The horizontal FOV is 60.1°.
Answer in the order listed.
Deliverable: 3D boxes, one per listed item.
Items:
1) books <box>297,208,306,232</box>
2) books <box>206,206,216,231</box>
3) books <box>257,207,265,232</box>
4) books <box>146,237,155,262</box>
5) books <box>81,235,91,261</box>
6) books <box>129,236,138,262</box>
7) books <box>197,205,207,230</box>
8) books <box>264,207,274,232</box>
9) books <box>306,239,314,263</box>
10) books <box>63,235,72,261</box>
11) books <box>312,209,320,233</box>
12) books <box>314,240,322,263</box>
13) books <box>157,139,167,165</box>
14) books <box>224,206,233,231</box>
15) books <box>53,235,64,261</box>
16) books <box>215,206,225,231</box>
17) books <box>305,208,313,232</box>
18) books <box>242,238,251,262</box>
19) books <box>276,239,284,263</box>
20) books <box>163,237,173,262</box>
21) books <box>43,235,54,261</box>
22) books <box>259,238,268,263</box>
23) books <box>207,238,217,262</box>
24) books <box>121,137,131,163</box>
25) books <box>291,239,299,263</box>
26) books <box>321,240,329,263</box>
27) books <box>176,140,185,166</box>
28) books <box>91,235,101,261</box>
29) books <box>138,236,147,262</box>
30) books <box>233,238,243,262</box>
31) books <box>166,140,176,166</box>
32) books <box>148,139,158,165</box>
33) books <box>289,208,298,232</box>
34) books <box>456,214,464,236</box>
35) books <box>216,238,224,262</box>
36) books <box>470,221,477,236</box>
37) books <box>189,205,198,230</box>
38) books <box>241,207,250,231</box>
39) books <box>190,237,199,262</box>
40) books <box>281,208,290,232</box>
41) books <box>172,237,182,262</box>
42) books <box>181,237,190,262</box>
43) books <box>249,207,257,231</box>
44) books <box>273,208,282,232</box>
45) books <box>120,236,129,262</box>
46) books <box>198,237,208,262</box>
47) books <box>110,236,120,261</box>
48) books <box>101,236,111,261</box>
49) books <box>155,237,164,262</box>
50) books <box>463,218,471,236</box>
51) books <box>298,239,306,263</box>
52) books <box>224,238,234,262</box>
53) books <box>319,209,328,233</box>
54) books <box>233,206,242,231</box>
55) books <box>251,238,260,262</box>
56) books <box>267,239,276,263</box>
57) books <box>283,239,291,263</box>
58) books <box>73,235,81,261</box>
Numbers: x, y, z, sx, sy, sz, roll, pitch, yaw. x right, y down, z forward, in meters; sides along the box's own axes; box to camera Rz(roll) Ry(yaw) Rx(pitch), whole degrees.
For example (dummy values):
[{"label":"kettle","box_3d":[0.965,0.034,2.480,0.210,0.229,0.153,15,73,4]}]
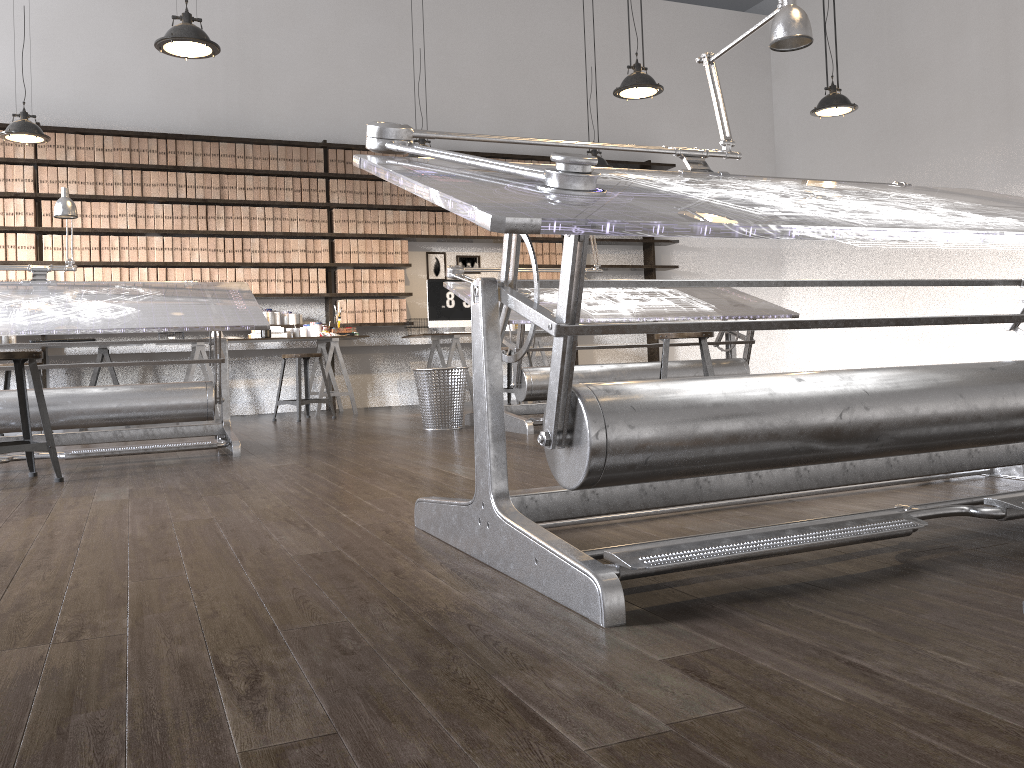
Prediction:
[{"label":"books","box_3d":[-1.915,-1.462,8.005,0.067,0.226,0.174,-2,0,-23]},{"label":"books","box_3d":[-2.620,-1.426,7.708,0.067,0.226,0.174,-2,0,-23]},{"label":"books","box_3d":[-2.242,-1.445,7.867,0.067,0.226,0.174,-2,0,-23]},{"label":"books","box_3d":[-3.060,-1.125,7.504,0.067,0.226,0.174,-2,0,-23]},{"label":"books","box_3d":[-3.516,-1.102,7.309,0.067,0.226,0.174,-2,0,-23]},{"label":"books","box_3d":[-3.184,-1.119,7.452,0.067,0.226,0.174,-2,0,-23]},{"label":"books","box_3d":[-2.686,-1.422,7.673,0.067,0.226,0.174,-2,0,-23]},{"label":"books","box_3d":[-2.175,-1.448,7.894,0.067,0.226,0.174,-2,0,-23]},{"label":"books","box_3d":[-1.845,-1.188,8.030,0.067,0.226,0.174,-2,0,-23]},{"label":"books","box_3d":[-3.632,-1.095,7.252,0.067,0.226,0.174,-2,0,-23]},{"label":"books","box_3d":[-1.798,-1.468,8.060,0.067,0.226,0.174,-2,0,-23]},{"label":"books","box_3d":[-1.782,-1.191,8.059,0.067,0.226,0.174,-2,0,-23]},{"label":"books","box_3d":[-2.993,-1.960,7.569,0.067,0.226,0.174,-2,0,-23]},{"label":"books","box_3d":[-2.489,-1.432,7.763,0.067,0.226,0.174,-2,0,-23]},{"label":"books","box_3d":[-3.698,-1.092,7.223,0.067,0.226,0.174,-2,0,-23]},{"label":"books","box_3d":[-2.553,-1.429,7.732,0.067,0.226,0.174,-2,0,-23]},{"label":"books","box_3d":[-1.854,-1.465,8.031,0.067,0.226,0.174,-2,0,-23]},{"label":"books","box_3d":[-2.347,-1.162,7.814,0.067,0.226,0.174,-2,0,-23]},{"label":"books","box_3d":[-2.087,-1.175,7.919,0.067,0.226,0.174,-2,0,-23]},{"label":"books","box_3d":[-2.935,-1.131,7.554,0.067,0.226,0.174,-2,0,-23]},{"label":"books","box_3d":[-3.766,-1.089,7.197,0.067,0.226,0.174,-2,0,-23]},{"label":"books","box_3d":[-2.217,-1.169,7.870,0.067,0.226,0.174,-2,0,-23]},{"label":"books","box_3d":[-2.609,-1.148,7.694,0.067,0.226,0.174,-2,0,-23]},{"label":"books","box_3d":[-3.248,-1.946,7.452,0.067,0.226,0.174,-2,0,-23]},{"label":"books","box_3d":[-1.970,-1.181,7.974,0.067,0.226,0.174,-2,0,-23]},{"label":"books","box_3d":[-1.719,-1.194,8.079,0.067,0.226,0.174,-2,0,-23]},{"label":"books","box_3d":[-2.857,-1.967,7.628,0.067,0.226,0.174,-2,0,-23]},{"label":"books","box_3d":[-3.446,-1.105,7.333,0.067,0.226,0.174,-2,0,-23]},{"label":"books","box_3d":[-3.120,-1.122,7.473,0.067,0.226,0.174,-2,0,-23]},{"label":"books","box_3d":[-2.414,-1.158,7.779,0.067,0.226,0.174,-2,0,-23]},{"label":"books","box_3d":[-2.922,-1.963,7.593,0.067,0.226,0.174,-2,0,-23]},{"label":"books","box_3d":[-3.057,-1.956,7.536,0.067,0.226,0.174,-2,0,-23]},{"label":"books","box_3d":[-1.983,-1.458,7.979,0.067,0.226,0.174,-2,0,-23]},{"label":"books","box_3d":[-0.530,-1.539,8.607,0.067,0.226,0.174,-2,0,-23]},{"label":"books","box_3d":[-2.553,-1.151,7.723,0.067,0.226,0.174,-2,0,-23]},{"label":"books","box_3d":[-0.403,-1.546,8.664,0.067,0.226,0.174,-2,0,-23]},{"label":"books","box_3d":[-2.757,-1.418,7.649,0.067,0.226,0.174,-2,0,-23]},{"label":"books","box_3d":[-2.360,-1.439,7.813,0.067,0.226,0.174,-2,0,-23]},{"label":"books","box_3d":[-2.743,-1.141,7.639,0.067,0.226,0.174,-2,0,-23]},{"label":"books","box_3d":[-2.049,-1.455,7.955,0.067,0.226,0.174,-2,0,-23]},{"label":"books","box_3d":[-2.872,-1.135,7.586,0.067,0.226,0.174,-2,0,-23]},{"label":"books","box_3d":[-2.809,-1.138,7.615,0.067,0.226,0.174,-2,0,-23]},{"label":"books","box_3d":[-2.301,-1.442,7.844,0.067,0.226,0.174,-2,0,-23]},{"label":"books","box_3d":[-2.112,-1.452,7.926,0.067,0.226,0.174,-2,0,-23]},{"label":"books","box_3d":[-3.249,-1.115,7.424,0.067,0.226,0.174,-2,0,-23]},{"label":"books","box_3d":[-2.675,-1.145,7.665,0.067,0.226,0.174,-2,0,-23]},{"label":"books","box_3d":[-3.313,-1.112,7.392,0.067,0.226,0.174,-2,0,-23]},{"label":"books","box_3d":[-3.380,-1.109,7.368,0.067,0.226,0.174,-2,0,-23]},{"label":"books","box_3d":[-3.002,-1.128,7.527,0.067,0.226,0.174,-2,0,-23]},{"label":"books","box_3d":[-0.468,-1.543,8.638,0.067,0.226,0.174,-2,0,-23]},{"label":"books","box_3d":[-1.908,-1.184,7.998,0.067,0.226,0.174,-2,0,-23]},{"label":"books","box_3d":[-2.484,-1.155,7.755,0.067,0.226,0.174,-2,0,-23]},{"label":"books","box_3d":[-1.734,-1.471,8.089,0.067,0.226,0.174,-2,0,-23]},{"label":"books","box_3d":[-2.424,-1.436,7.792,0.067,0.226,0.174,-2,0,-23]},{"label":"books","box_3d":[-2.280,-1.165,7.838,0.067,0.226,0.174,-2,0,-23]},{"label":"books","box_3d":[-2.152,-1.172,7.898,0.067,0.226,0.174,-2,0,-23]},{"label":"books","box_3d":[-2.028,-1.178,7.950,0.067,0.226,0.174,-2,0,-23]},{"label":"books","box_3d":[-3.576,-1.099,7.281,0.067,0.226,0.174,-2,0,-23]}]
